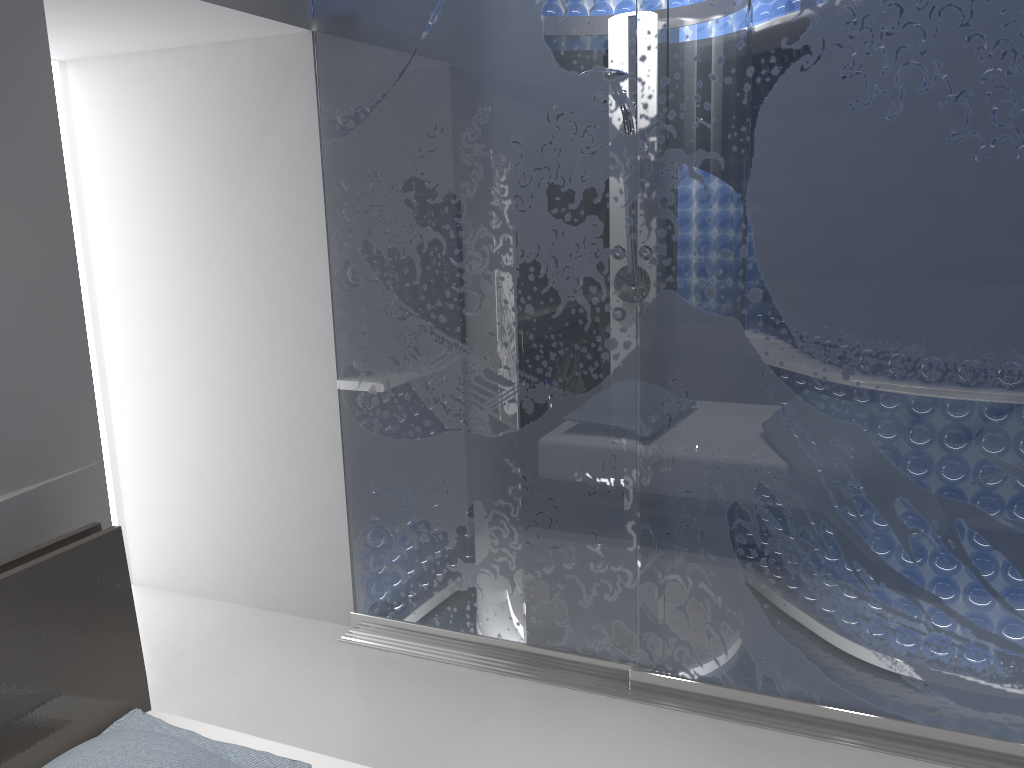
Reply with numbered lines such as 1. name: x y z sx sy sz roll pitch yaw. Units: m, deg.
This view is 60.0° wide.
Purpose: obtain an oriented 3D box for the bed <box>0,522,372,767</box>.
1. bed: -0.052 0.841 1.050 2.319 0.752 1.411 4 13 23

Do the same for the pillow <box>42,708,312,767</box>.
1. pillow: -0.684 0.733 1.382 0.417 0.173 0.746 2 13 19
